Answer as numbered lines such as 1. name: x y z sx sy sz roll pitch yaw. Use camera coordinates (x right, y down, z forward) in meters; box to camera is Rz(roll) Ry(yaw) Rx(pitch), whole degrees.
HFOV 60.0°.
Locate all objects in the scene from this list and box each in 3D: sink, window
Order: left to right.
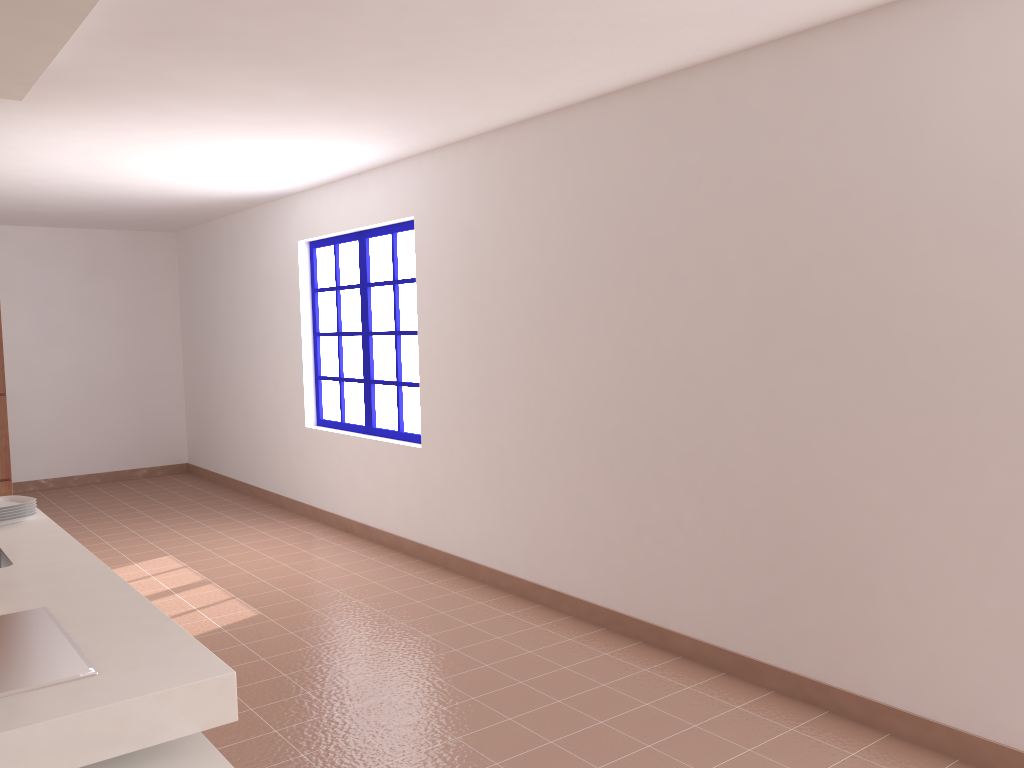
1. sink: -1.779 0.528 2.685 0.404 0.368 0.668 -4 5 -37
2. window: -1.019 -0.354 6.233 0.035 1.430 1.699 -4 5 -37

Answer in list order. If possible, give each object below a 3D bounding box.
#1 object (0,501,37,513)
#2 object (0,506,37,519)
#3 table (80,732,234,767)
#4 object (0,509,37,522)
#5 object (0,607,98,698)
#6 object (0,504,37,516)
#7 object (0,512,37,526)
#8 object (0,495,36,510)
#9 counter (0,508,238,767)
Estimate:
1. object: -1.865 0.449 3.214 0.228 0.020 0.228 1 5 35
2. object: -1.865 0.469 3.215 0.228 0.020 0.228 1 5 35
3. table: -0.868 1.065 1.550 0.737 0.647 1.003 -4 5 -37
4. object: -1.865 0.479 3.216 0.228 0.020 0.228 1 5 35
5. object: -1.178 0.575 1.818 0.493 0.006 0.551 -4 5 -37
6. object: -1.865 0.459 3.215 0.228 0.020 0.228 1 5 35
7. object: -1.864 0.489 3.217 0.228 0.020 0.228 1 5 35
8. object: -1.866 0.438 3.213 0.228 0.020 0.228 1 5 35
9. counter: -1.512 0.949 2.380 0.821 0.800 2.156 -4 5 -37
